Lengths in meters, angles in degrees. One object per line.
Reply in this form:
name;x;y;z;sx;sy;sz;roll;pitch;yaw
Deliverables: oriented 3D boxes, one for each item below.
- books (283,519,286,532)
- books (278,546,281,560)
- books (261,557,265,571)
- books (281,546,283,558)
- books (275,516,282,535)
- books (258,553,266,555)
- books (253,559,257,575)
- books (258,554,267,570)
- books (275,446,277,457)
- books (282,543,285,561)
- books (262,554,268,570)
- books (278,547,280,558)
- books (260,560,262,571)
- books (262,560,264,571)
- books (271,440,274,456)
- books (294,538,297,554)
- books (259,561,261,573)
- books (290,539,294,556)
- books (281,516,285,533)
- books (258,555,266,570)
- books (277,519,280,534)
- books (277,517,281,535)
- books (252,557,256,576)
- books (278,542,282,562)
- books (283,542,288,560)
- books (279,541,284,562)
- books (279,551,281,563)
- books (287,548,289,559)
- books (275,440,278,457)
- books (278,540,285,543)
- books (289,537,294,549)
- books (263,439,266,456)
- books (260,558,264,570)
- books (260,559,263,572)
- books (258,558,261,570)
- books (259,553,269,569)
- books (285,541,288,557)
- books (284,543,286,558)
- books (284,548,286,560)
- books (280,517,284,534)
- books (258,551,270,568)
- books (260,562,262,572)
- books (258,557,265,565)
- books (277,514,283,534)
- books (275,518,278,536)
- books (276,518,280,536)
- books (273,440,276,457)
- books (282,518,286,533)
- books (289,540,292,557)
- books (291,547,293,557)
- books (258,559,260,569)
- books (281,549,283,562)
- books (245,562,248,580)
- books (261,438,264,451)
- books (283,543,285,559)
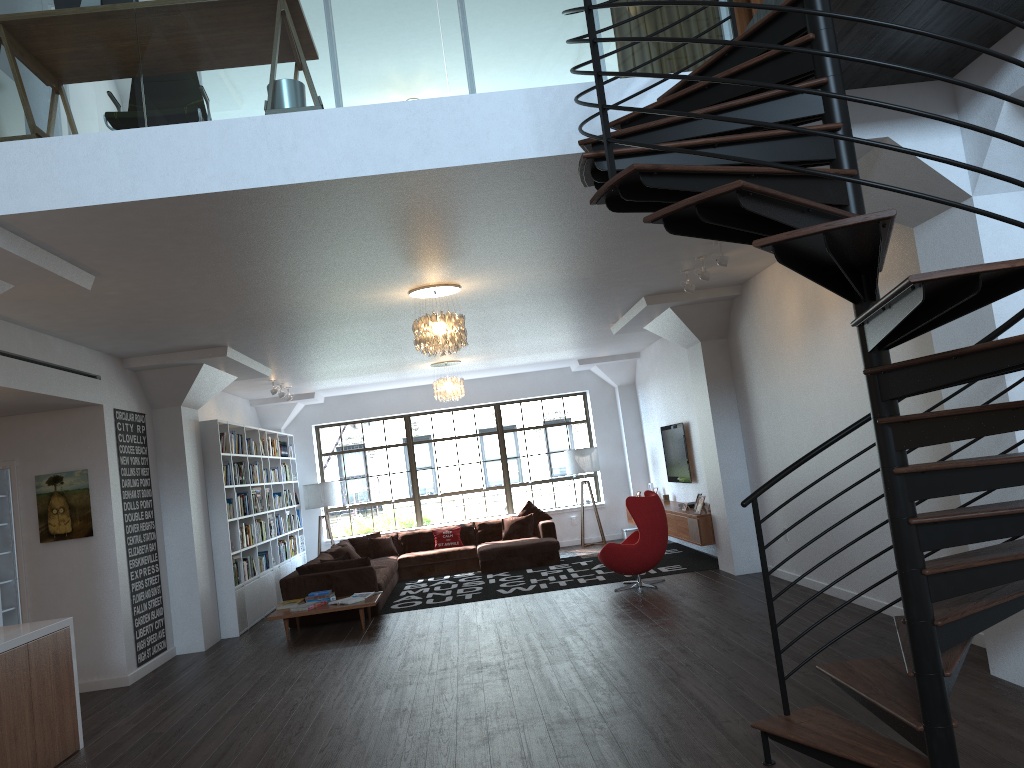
books;-3.418;2.092;13.020;0.161;0.218;0.101;-7;-5;-4
books;-3.352;2.410;12.473;0.168;0.231;0.037;-7;-5;-4
books;-3.280;2.344;11.509;0.126;0.173;0.032;-7;-5;-4
books;-3.342;2.423;12.597;0.161;0.223;0.026;-7;-5;-4
books;-3.416;2.027;12.712;0.197;0.290;0.136;-7;-5;-4
books;-3.317;2.352;11.745;0.144;0.207;0.048;-7;-5;-4
books;-3.254;2.275;10.958;0.161;0.207;0.135;-7;-5;-4
books;-3.295;2.339;11.598;0.146;0.202;0.027;-7;-5;-4
books;-3.570;0.959;13.049;0.183;0.253;0.034;-7;-5;-4
books;-3.357;2.417;12.680;0.183;0.253;0.034;-7;-5;-4
books;-3.288;2.340;11.626;0.146;0.202;0.027;-7;-5;-4
books;-3.348;2.399;12.407;0.174;0.240;0.045;-7;-5;-4
books;-3.266;2.340;11.371;0.110;0.153;0.019;-7;-5;-4
books;-3.266;2.341;11.435;0.106;0.162;0.032;-7;-5;-4
books;-3.559;0.948;12.901;0.171;0.246;0.057;-7;-5;-4
books;-3.421;2.520;13.711;0.171;0.246;0.057;-7;-5;-4
books;-3.272;2.320;11.283;0.128;0.178;0.021;-7;-5;-4
books;-3.399;2.486;13.407;0.183;0.253;0.037;-7;-5;-4
books;-3.419;2.065;12.913;0.170;0.251;0.118;-7;-5;-4
books;-3.287;2.340;11.566;0.139;0.191;0.036;-7;-5;-4
books;-3.400;2.029;12.561;0.182;0.255;0.077;-7;-5;-4
books;-3.391;2.034;12.608;0.182;0.253;0.098;-7;-5;-4
books;-3.260;2.256;10.902;0.174;0.236;0.142;-7;-5;-4
books;-3.359;2.388;12.528;0.198;0.284;0.066;-7;-5;-4
books;-3.362;2.435;12.874;0.183;0.253;0.034;-7;-5;-4
books;-3.358;2.395;12.638;0.176;0.290;0.053;-7;-5;-4
books;-3.338;2.409;12.443;0.161;0.223;0.026;-7;-5;-4
books;-3.374;2.465;13.022;0.161;0.223;0.027;-7;-5;-4
books;-3.571;0.968;13.152;0.183;0.253;0.034;-7;-5;-4
books;-3.375;2.421;12.909;0.176;0.290;0.036;-7;-5;-4
books;-3.421;2.479;13.465;0.198;0.284;0.066;-7;-5;-4
books;-3.530;0.895;12.364;0.160;0.251;0.039;-7;-5;-4
books;-3.268;2.341;11.460;0.107;0.167;0.017;-7;-5;-4
books;-3.271;2.337;11.409;0.120;0.167;0.020;-7;-5;-4
books;-3.280;2.320;11.309;0.134;0.184;0.030;-7;-5;-4
books;-3.297;2.349;11.707;0.146;0.202;0.027;-7;-5;-4
books;-3.375;2.441;12.956;0.180;0.259;0.060;-7;-5;-4
books;-3.370;2.439;12.834;0.174;0.240;0.045;-7;-5;-4
books;-3.359;2.443;12.798;0.161;0.223;0.027;-7;-5;-4
books;-3.412;2.063;12.860;0.174;0.242;0.105;-7;-5;-4
books;-3.308;2.343;11.792;0.140;0.231;0.042;-7;-5;-4
books;-3.272;2.329;11.354;0.109;0.171;0.018;-7;-5;-4
books;-3.282;2.344;11.536;0.128;0.178;0.021;-7;-5;-4
books;-3.416;2.032;12.774;0.176;0.293;0.125;-7;-5;-4
books;-3.387;2.014;12.420;0.182;0.255;0.077;-7;-5;-4
books;-3.390;2.030;12.521;0.174;0.243;0.085;-7;-5;-4
books;-3.566;0.953;12.983;0.183;0.253;0.034;-7;-5;-4
books;-3.414;2.086;12.986;0.161;0.222;0.084;-7;-5;-4
books;-3.393;2.470;13.226;0.183;0.253;0.036;-7;-5;-4
books;-3.397;2.477;13.297;0.183;0.253;0.036;-7;-5;-4
books;-3.269;2.318;11.262;0.128;0.178;0.022;-7;-5;-4
books;-3.345;2.408;12.573;0.160;0.250;0.026;-7;-5;-4
books;-3.230;2.235;10.538;0.161;0.223;0.030;-7;-5;-4
books;-3.530;0.889;12.298;0.160;0.251;0.031;-7;-5;-4
books;-3.355;2.420;12.713;0.183;0.253;0.034;-7;-5;-4
